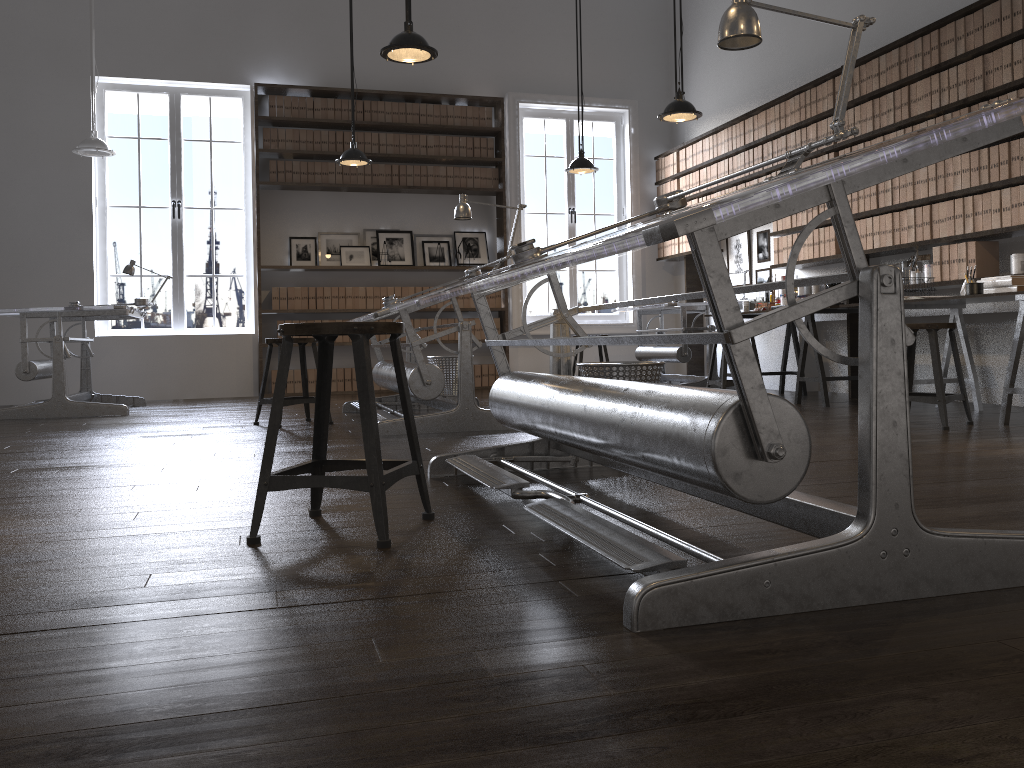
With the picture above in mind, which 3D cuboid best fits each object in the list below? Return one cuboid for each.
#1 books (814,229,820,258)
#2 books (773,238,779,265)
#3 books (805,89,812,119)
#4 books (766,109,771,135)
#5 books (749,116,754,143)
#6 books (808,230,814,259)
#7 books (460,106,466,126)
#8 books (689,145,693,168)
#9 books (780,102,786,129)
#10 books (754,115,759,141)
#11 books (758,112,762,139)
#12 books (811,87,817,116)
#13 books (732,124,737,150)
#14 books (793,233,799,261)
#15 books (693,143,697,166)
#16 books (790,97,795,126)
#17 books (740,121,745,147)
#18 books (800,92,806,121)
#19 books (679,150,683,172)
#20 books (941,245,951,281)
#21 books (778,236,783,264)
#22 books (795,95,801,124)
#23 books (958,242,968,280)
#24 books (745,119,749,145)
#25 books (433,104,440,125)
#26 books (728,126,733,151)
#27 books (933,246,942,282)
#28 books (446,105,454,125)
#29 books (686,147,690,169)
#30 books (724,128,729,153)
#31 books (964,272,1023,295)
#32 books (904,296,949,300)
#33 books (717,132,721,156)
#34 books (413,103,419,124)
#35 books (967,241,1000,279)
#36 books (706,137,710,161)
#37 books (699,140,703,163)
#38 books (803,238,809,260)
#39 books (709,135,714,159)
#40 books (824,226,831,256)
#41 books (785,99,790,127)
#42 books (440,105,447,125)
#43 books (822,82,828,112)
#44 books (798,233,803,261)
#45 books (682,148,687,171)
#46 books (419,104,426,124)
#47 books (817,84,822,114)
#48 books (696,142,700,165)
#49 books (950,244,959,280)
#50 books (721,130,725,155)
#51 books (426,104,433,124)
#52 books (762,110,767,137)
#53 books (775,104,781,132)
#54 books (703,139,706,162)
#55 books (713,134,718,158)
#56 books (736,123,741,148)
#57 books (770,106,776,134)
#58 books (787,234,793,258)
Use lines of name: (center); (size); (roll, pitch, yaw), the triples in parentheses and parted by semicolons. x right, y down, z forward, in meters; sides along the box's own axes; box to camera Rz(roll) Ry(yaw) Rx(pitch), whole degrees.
books: (2.432, -1.086, 6.861); (0.174, 0.226, 0.067); (-1, 0, -16)
books: (2.279, -1.107, 7.396); (0.174, 0.226, 0.067); (-1, 0, -16)
books: (2.394, -2.182, 6.939); (0.174, 0.225, 0.066); (-1, 0, -16)
books: (2.242, -2.203, 7.471); (0.174, 0.225, 0.066); (-1, 0, -16)
books: (2.163, -2.214, 7.735); (0.174, 0.226, 0.066); (-1, 0, -16)
books: (2.412, -1.089, 6.930); (0.174, 0.226, 0.066); (-1, 0, -16)
books: (-0.524, -2.748, 9.175); (0.067, 0.225, 0.174); (-1, 1, -16)
books: (1.856, -2.256, 8.807); (0.174, 0.226, 0.066); (-1, 0, -16)
books: (2.299, -2.195, 7.273); (0.174, 0.226, 0.066); (-1, 0, -16)
books: (2.187, -2.211, 7.668); (0.174, 0.226, 0.066); (-1, 0, -16)
books: (2.206, -2.209, 7.600); (0.174, 0.226, 0.066); (-1, 0, -16)
books: (2.415, -2.179, 6.867); (0.174, 0.226, 0.066); (-1, 0, -16)
books: (2.087, -2.225, 8.010); (0.174, 0.225, 0.066); (-1, 0, -16)
books: (2.359, -1.097, 7.135); (0.174, 0.226, 0.066); (-1, 0, -16)
books: (1.880, -2.254, 8.740); (0.174, 0.226, 0.066); (-1, 0, -16)
books: (2.336, -2.190, 7.138); (0.174, 0.226, 0.066); (-1, 0, -16)
books: (2.122, -2.219, 7.875); (0.174, 0.226, 0.067); (-1, 0, -16)
books: (2.372, -2.184, 6.998); (0.174, 0.226, 0.067); (-1, 0, -16)
books: (1.800, -2.265, 9.020); (0.174, 0.225, 0.066); (-1, 0, -16)
books: (2.807, -0.762, 5.590); (0.174, 0.226, 0.066); (-1, 0, -16)
books: (2.302, -1.105, 7.333); (0.174, 0.225, 0.066); (-1, 0, -16)
books: (2.352, -2.187, 7.068); (0.174, 0.226, 0.066); (-1, 0, -16)
books: (2.842, -0.756, 5.453); (0.174, 0.226, 0.066); (-1, 0, -16)
books: (2.148, -2.217, 7.805); (0.174, 0.226, 0.066); (-1, 0, -16)
books: (-0.789, -2.739, 9.102); (0.067, 0.226, 0.174); (-1, 1, -16)
books: (2.065, -2.227, 8.070); (0.174, 0.226, 0.067); (-1, 0, -16)
books: (2.783, -0.764, 5.653); (0.174, 0.226, 0.067); (-1, 0, -16)
books: (-0.653, -2.743, 9.134); (0.067, 0.226, 0.174); (-1, 1, -16)
books: (1.841, -2.259, 8.876); (0.174, 0.226, 0.066); (-1, 0, -16)
books: (2.045, -2.230, 8.139); (0.174, 0.226, 0.066); (-1, 0, -16)
books: (2.686, -0.547, 4.850); (0.385, 0.147, 0.294); (-2, 2, -16)
books: (2.408, -0.501, 5.182); (0.256, 0.029, 0.355); (-2, 3, -16)
books: (2.013, -2.236, 8.278); (0.174, 0.226, 0.066); (-1, 0, -16)
books: (-0.994, -2.731, 9.035); (0.067, 0.226, 0.174); (-1, 1, -16)
books: (2.866, -0.753, 5.386); (0.174, 0.226, 0.066); (-1, 0, -16)
books: (1.951, -2.243, 8.481); (0.174, 0.225, 0.066); (-1, 0, -16)
books: (1.912, -2.248, 8.605); (0.174, 0.226, 0.067); (-1, 0, -16)
books: (2.395, -1.092, 7.001); (0.174, 0.226, 0.066); (-1, 0, -16)
books: (1.969, -2.241, 8.411); (0.174, 0.226, 0.067); (-1, 0, -16)
books: (2.474, -1.081, 6.739); (0.174, 0.225, 0.066); (-1, 0, -16)
books: (2.320, -2.193, 7.206); (0.174, 0.226, 0.066); (-1, 0, -16)
books: (-0.722, -2.741, 9.119); (0.067, 0.226, 0.174); (-1, 1, -16)
books: (2.452, -2.174, 6.732); (0.174, 0.226, 0.066); (-1, 0, -16)
books: (2.380, -1.095, 7.069); (0.174, 0.226, 0.066); (-1, 0, -16)
books: (1.815, -2.262, 8.947); (0.174, 0.226, 0.067); (-1, 0, -16)
books: (-0.924, -2.734, 9.055); (0.067, 0.226, 0.174); (-1, 1, -16)
books: (2.436, -2.177, 6.801); (0.174, 0.226, 0.066); (-1, 0, -16)
books: (1.899, -2.251, 8.672); (0.174, 0.226, 0.066); (-1, 0, -16)
books: (2.827, -0.759, 5.522); (0.174, 0.226, 0.066); (-1, 0, -16)
books: (2.029, -2.233, 8.210); (0.174, 0.226, 0.066); (-1, 0, -16)
books: (-0.855, -2.736, 9.079); (0.067, 0.226, 0.174); (-1, 1, -16)
books: (2.219, -2.206, 7.533); (0.174, 0.226, 0.067); (-1, 0, -16)
books: (2.276, -2.198, 7.339); (0.174, 0.226, 0.067); (-1, 0, -16)
books: (1.935, -2.246, 8.542); (0.174, 0.225, 0.066); (-1, 0, -16)
books: (1.992, -2.238, 8.345); (0.174, 0.226, 0.066); (-1, 0, -16)
books: (2.107, -2.222, 7.948); (0.174, 0.225, 0.066); (-1, 0, -16)
books: (2.258, -2.201, 7.410); (0.174, 0.225, 0.066); (-1, 0, -16)
books: (2.336, -1.100, 7.202); (0.174, 0.226, 0.067); (-1, 0, -16)
